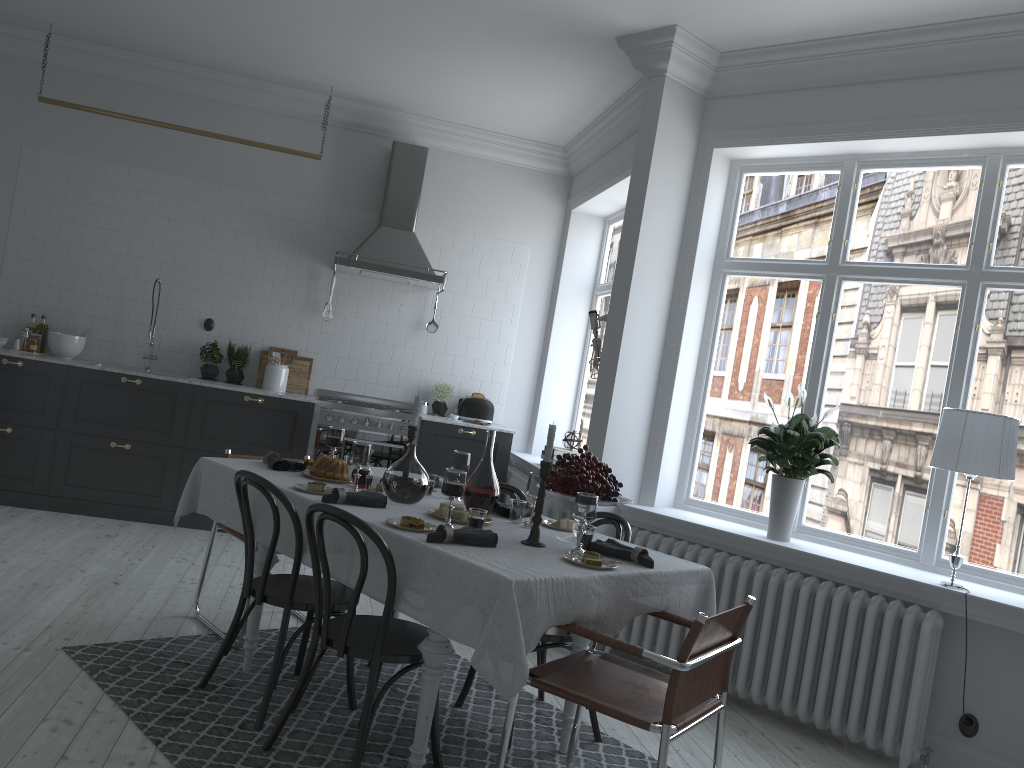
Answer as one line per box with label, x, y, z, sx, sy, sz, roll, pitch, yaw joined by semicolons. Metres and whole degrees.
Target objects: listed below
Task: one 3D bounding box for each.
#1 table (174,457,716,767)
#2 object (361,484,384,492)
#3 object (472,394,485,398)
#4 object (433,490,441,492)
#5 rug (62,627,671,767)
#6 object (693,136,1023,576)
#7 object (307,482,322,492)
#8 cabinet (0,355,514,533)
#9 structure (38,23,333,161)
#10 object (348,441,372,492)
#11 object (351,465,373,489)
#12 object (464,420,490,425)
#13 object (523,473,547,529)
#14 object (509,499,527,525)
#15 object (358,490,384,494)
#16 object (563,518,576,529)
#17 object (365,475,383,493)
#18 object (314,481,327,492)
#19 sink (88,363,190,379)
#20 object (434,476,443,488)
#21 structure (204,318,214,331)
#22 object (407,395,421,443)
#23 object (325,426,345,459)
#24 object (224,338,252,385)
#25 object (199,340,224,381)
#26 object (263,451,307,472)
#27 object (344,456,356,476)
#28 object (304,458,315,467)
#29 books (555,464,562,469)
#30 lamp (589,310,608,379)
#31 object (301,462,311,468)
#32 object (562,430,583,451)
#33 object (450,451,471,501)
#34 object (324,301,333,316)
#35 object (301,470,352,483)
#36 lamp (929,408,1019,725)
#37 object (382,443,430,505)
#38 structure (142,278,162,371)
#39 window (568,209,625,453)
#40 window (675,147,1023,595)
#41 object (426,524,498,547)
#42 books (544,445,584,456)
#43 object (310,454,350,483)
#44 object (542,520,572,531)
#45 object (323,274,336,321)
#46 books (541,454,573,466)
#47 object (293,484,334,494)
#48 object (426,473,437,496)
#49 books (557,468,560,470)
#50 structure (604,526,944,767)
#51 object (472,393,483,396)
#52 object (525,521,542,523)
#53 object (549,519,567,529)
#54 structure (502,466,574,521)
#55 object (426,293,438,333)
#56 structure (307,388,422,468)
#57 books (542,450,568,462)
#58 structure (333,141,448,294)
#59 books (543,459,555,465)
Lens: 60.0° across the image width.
table;-0.401;0.912;3.605;1.210;0.842;2.179;9;0;-45
object;-0.584;0.441;3.731;0.031;0.031;0.167;9;0;24
object;-0.274;0.132;7.113;0.107;0.110;0.010;9;0;-7
object;-0.340;0.493;4.117;0.031;0.012;0.131;10;0;31
rug;-0.540;1.307;3.502;1.701;0.021;2.166;9;0;-44
object;-9.651;-2.463;0.491;33.873;19.432;72.085;10;0;43
object;-0.783;0.408;3.516;0.057;0.037;0.021;9;0;-21
cabinet;-1.997;0.556;6.629;3.897;1.012;0.646;9;0;-12
structure;-2.334;-2.098;6.411;1.988;0.556;0.053;9;0;-12
object;-0.623;0.346;3.593;0.083;0.215;0.083;9;0;-7
object;-0.647;0.397;3.826;0.091;0.101;0.091;10;0;34
object;-0.275;0.303;6.886;0.209;0.011;0.209;10;0;26
object;0.091;0.465;3.511;0.083;0.215;0.083;9;0;-16
object;0.019;0.512;3.548;0.066;0.094;0.066;9;0;0
object;-0.580;0.455;3.750;0.075;0.009;0.150;9;0;23
object;0.222;0.575;3.660;0.040;0.039;0.077;9;0;-42
object;-0.557;0.417;3.534;0.066;0.094;0.066;9;0;-23
object;-0.772;0.409;3.547;0.057;0.037;0.021;9;0;7
sink;-2.719;0.006;6.430;0.669;0.203;0.384;9;0;-12
object;-0.424;0.456;4.204;0.165;0.061;0.247;10;0;28
structure;-2.337;-0.457;6.838;0.079;0.103;0.032;9;0;-12
object;-0.441;0.264;3.848;0.089;0.432;0.089;9;0;11
object;-0.831;0.310;4.124;0.083;0.215;0.083;9;0;-7
object;-2.101;-0.181;6.773;0.186;0.367;0.196;10;0;33
object;-2.296;-0.185;6.748;0.172;0.311;0.179;9;0;-1
object;-1.076;0.348;4.009;0.247;0.061;0.165;10;0;28
object;-0.749;0.383;4.097;0.066;0.094;0.066;9;0;-23
object;-0.962;0.374;4.224;0.038;0.041;0.057;9;0;22
books;0.460;0.587;6.025;0.274;0.016;0.341;9;0;-10
lamp;0.485;0.069;5.070;0.131;0.977;0.312;9;0;-37
object;-0.935;0.393;4.220;0.182;0.013;0.182;9;0;-12
object;0.439;0.409;6.415;0.147;0.148;0.147;9;0;-20
object;-0.238;0.409;3.936;0.083;0.215;0.083;9;0;-7
object;-1.418;-0.701;6.943;0.066;0.332;0.024;9;0;-7
object;-0.808;0.414;3.931;0.251;0.018;0.251;9;0;-12
lamp;1.921;0.783;3.840;0.335;1.331;0.335;9;0;-24
object;-0.425;0.363;3.602;0.194;0.245;0.194;9;0;-28
structure;-2.656;-0.436;6.550;0.100;0.692;0.266;9;0;-12
window;0.810;-0.342;6.521;0.061;2.080;1.716;9;0;-12
window;1.896;-0.156;4.465;2.079;2.080;0.061;10;0;41
object;-0.152;0.504;2.942;0.165;0.061;0.247;10;0;28
books;0.392;0.495;6.397;0.259;0.038;0.325;9;0;-10
object;-0.808;0.372;3.923;0.191;0.105;0.164;9;0;8
object;0.207;0.585;3.640;0.182;0.013;0.182;9;0;-12
object;-1.414;-0.676;6.912;0.074;0.381;0.076;9;0;-31
books;0.374;0.558;6.394;0.259;0.031;0.328;9;0;-14
object;-0.776;0.421;3.527;0.182;0.013;0.182;9;0;3
object;-0.372;0.446;3.937;0.066;0.094;0.066;9;0;-23
books;0.448;0.602;6.026;0.254;0.019;0.337;9;0;-13
structure;1.194;1.247;4.340;1.710;0.753;0.245;10;0;41
object;-0.282;0.126;7.189;0.107;0.110;0.010;9;0;-7
object;0.085;0.565;3.647;0.031;0.012;0.131;10;0;31
object;0.191;0.568;3.631;0.039;0.040;0.078;9;0;-37
structure;0.102;1.061;6.403;0.245;0.753;1.673;9;0;-12
object;-0.620;-0.569;7.099;0.101;0.331;0.030;9;0;-1
structure;-1.184;0.649;6.793;0.779;1.096;0.651;9;0;-12
books;0.393;0.530;6.386;0.287;0.031;0.351;9;0;-12
structure;-0.867;-1.307;6.826;0.843;1.079;0.567;9;0;-12
books;0.379;0.597;6.385;0.259;0.044;0.351;9;0;-10
